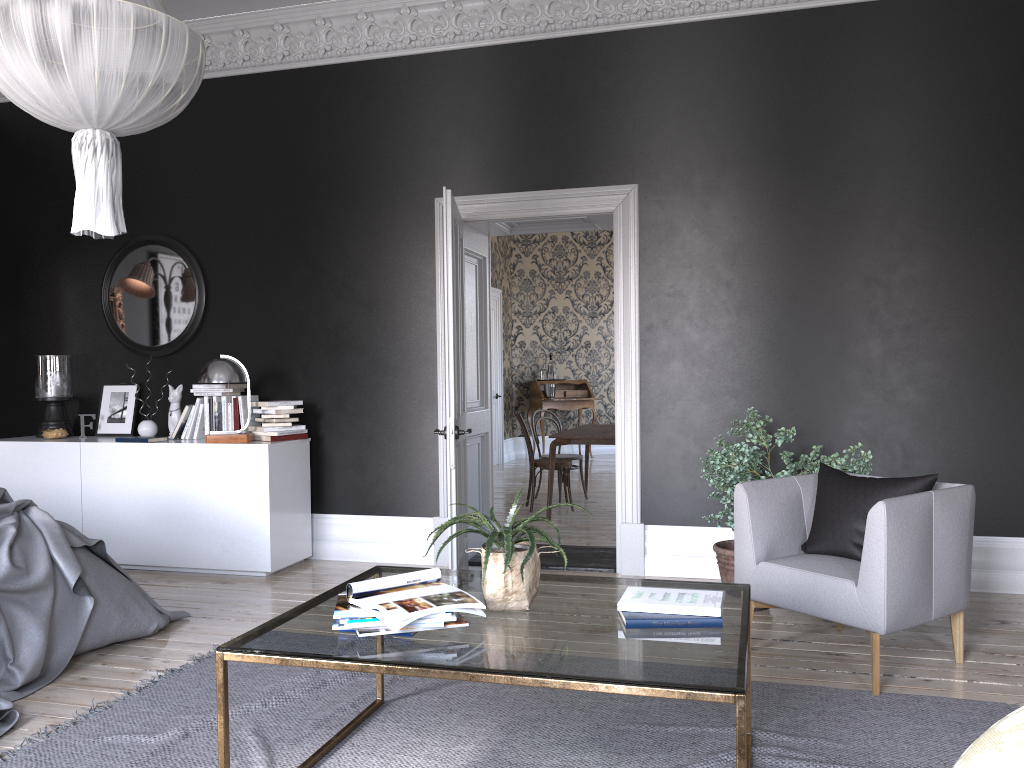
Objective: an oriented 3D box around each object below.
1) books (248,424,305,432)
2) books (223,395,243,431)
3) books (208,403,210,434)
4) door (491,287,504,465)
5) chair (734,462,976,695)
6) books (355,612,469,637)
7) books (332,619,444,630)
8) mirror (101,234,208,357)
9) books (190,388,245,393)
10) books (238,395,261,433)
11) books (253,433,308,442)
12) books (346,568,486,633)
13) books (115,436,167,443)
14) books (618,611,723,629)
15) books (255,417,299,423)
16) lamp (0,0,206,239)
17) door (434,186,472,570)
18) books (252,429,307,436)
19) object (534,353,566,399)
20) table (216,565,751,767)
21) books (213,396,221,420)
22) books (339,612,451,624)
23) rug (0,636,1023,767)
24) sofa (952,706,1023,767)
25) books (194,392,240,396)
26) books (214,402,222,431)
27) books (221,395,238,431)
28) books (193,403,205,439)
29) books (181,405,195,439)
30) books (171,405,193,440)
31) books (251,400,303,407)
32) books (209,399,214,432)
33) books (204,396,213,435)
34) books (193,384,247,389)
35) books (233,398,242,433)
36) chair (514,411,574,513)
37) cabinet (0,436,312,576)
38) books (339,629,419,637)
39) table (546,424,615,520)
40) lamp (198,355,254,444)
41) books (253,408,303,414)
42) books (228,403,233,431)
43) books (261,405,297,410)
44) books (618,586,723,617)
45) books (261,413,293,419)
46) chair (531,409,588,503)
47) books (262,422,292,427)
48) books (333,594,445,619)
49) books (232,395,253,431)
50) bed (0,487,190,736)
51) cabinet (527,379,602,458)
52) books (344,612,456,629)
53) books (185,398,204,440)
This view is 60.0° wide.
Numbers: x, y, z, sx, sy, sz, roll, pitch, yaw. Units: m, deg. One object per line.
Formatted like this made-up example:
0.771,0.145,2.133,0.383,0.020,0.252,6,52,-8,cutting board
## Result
-1.643,0.307,6.193,0.318,0.031,0.229,-2,1,-44,books
-1.978,0.237,6.301,0.024,0.307,0.220,0,2,16,books
-2.107,0.263,6.339,0.026,0.259,0.195,0,2,16,books
-0.338,-0.088,12.284,0.136,2.544,1.394,0,2,16,door
1.578,0.826,4.069,0.770,0.863,0.818,-2,2,-34,chair
-0.316,0.704,2.660,0.318,0.011,0.252,-1,1,-18,books
-0.360,0.694,2.662,0.318,0.011,0.252,-1,1,-3,books
-2.717,-0.665,6.693,0.924,0.925,0.061,0,2,16,mirror
-2.097,0.045,6.327,0.307,0.024,0.220,-1,1,6,books
-1.848,0.236,6.264,0.050,0.308,0.220,0,2,16,books
-1.615,0.368,6.170,0.234,0.038,0.294,0,1,43,books
-0.289,0.648,2.660,0.322,0.109,0.273,-1,1,-39,books
-2.571,0.385,6.159,0.289,0.030,0.193,0,1,21,books
0.480,0.709,2.721,0.289,0.030,0.193,-1,1,0,books
-1.648,0.248,6.210,0.193,0.030,0.289,-1,1,-43,books
-1.553,-1.565,3.268,0.782,2.050,0.783,-2,2,-31,lamp
-0.328,0.070,5.562,0.216,2.375,1.097,-1,2,3,door
-1.619,0.336,6.179,0.228,0.025,0.319,0,1,26,books
0.620,-0.128,13.424,0.441,0.682,0.631,-1,1,-15,object
0.011,1.007,2.842,1.449,0.558,1.092,0,1,16,table
-2.054,0.238,6.322,0.024,0.307,0.220,0,2,16,books
-0.360,0.672,2.670,0.318,0.011,0.252,-1,1,-13,books
0.010,1.271,3.009,3.645,0.050,2.104,-1,1,16,rug
-0.697,0.775,0.757,2.813,1.161,1.605,0,1,17,sofa
-2.103,0.070,6.331,0.258,0.026,0.195,0,1,26,books
-2.039,0.259,6.278,0.029,0.270,0.204,0,2,16,books
-1.997,0.238,6.335,0.030,0.307,0.221,0,2,16,books
-2.196,0.264,6.365,0.091,0.256,0.195,0,2,16,books
-2.274,0.271,6.387,0.132,0.245,0.195,0,2,16,books
-2.322,0.270,6.369,0.158,0.246,0.203,0,2,16,books
-1.650,0.135,6.181,0.220,0.030,0.306,0,1,36,books
-2.087,0.247,6.307,0.030,0.290,0.193,0,2,15,books
-2.132,0.239,6.373,0.030,0.307,0.221,0,2,16,books
-2.091,0.017,6.353,0.306,0.030,0.220,0,1,26,books
-1.889,0.242,6.278,0.038,0.295,0.235,0,2,16,books
0.307,0.728,8.504,0.540,0.950,0.420,-1,2,-5,chair
-2.658,0.839,6.380,2.396,0.883,0.570,0,2,16,cabinet
-0.381,0.722,2.673,0.231,0.023,0.162,-1,1,16,books
0.950,0.825,8.686,0.850,0.755,1.794,0,1,16,table
-1.934,0.099,5.974,0.340,0.591,0.328,-1,2,-4,lamp
-1.634,0.188,6.199,0.220,0.030,0.306,-2,1,-44,books
-1.950,0.261,6.295,0.026,0.259,0.195,0,2,16,books
-1.632,0.161,6.219,0.220,0.024,0.307,-1,1,-9,books
0.501,0.681,2.782,0.307,0.024,0.220,-1,1,16,books
-1.640,0.218,6.197,0.193,0.030,0.289,-1,1,-10,books
0.480,0.729,9.161,0.439,0.923,0.550,-2,2,-37,chair
-1.644,0.278,6.202,0.203,0.029,0.268,-1,1,-14,books
-0.368,0.662,2.674,0.318,0.011,0.252,-1,1,-8,books
-1.916,0.237,6.312,0.030,0.307,0.221,0,2,16,books
-3.508,0.676,3.817,3.283,1.299,2.764,-1,1,4,bed
0.807,0.530,13.334,0.913,1.200,0.904,-1,2,-19,cabinet
-0.345,0.683,2.659,0.318,0.011,0.252,-1,1,-13,books
-2.229,0.244,6.371,0.126,0.296,0.220,0,2,16,books
